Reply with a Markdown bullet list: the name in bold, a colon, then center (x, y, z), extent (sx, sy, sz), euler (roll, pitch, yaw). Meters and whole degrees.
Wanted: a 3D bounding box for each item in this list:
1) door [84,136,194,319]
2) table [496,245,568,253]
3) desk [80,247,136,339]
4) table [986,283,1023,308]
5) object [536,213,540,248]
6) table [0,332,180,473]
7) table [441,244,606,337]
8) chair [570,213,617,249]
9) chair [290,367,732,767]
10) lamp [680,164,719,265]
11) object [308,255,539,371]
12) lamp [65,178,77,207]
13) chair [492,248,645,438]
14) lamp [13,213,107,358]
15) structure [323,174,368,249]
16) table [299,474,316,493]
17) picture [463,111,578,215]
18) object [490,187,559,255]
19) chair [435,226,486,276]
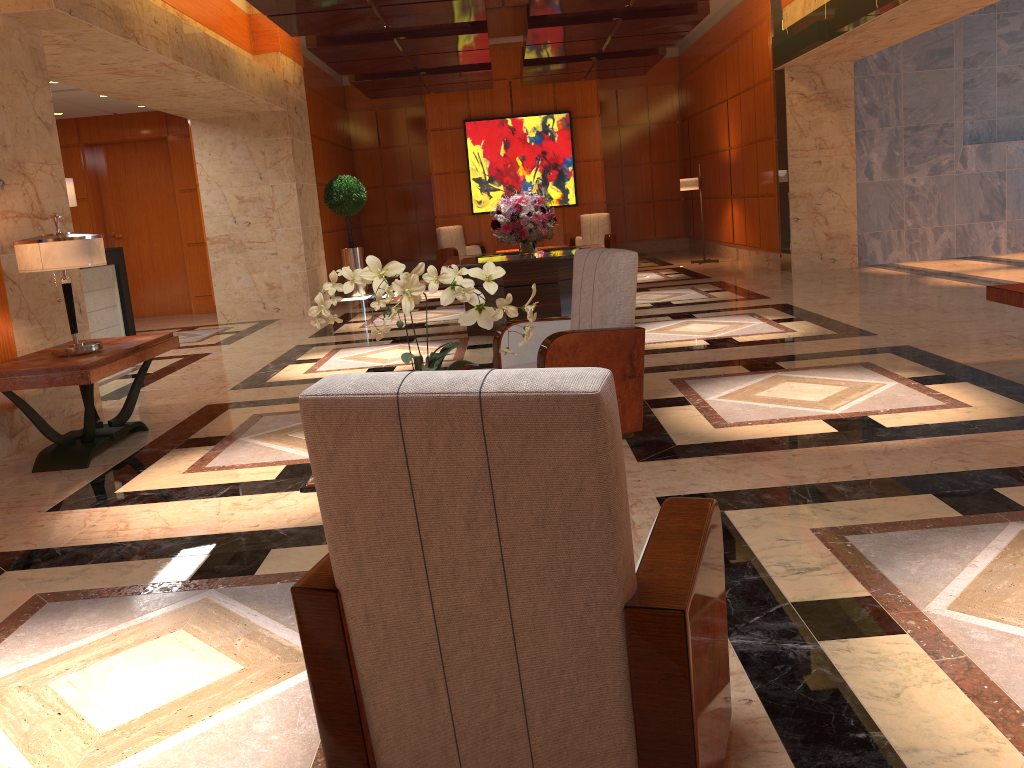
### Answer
- **door**: center (-5.628, -2.346, 13.530), extent (1.286, 2.679, 0.343), euler (-5, 9, 0)
- **table**: center (0.342, -1.886, 14.128), extent (1.167, 0.531, 0.730), euler (-5, 11, 0)
- **desk**: center (-5.126, -0.777, 9.387), extent (0.941, 1.133, 2.946), euler (-5, 11, 1)
- **table**: center (3.132, -0.223, 4.635), extent (0.724, 0.531, 1.176), euler (-4, 11, 3)
- **object**: center (0.309, -2.447, 14.068), extent (0.350, 0.592, 0.329), euler (-1, 10, 20)
- **table**: center (-2.539, 0.104, 5.279), extent (0.725, 0.603, 1.279), euler (-5, 11, 1)
- **table**: center (0.173, -0.937, 8.939), extent (1.600, 0.740, 1.611), euler (-5, 11, 0)
- **chair**: center (1.479, -2.602, 16.093), extent (0.737, 0.955, 0.633), euler (-1, 10, 19)
- **chair**: center (0.022, 0.393, 1.794), extent (0.737, 0.955, 0.633), euler (-1, 10, 19)
- **lamp**: center (3.124, -2.853, 14.906), extent (0.527, 1.650, 0.362), euler (-7, 9, -9)
- **object**: center (-0.296, -0.160, 3.104), extent (0.790, 0.613, 0.419), euler (-9, 11, -22)
- **lamp**: center (-5.143, -1.914, 10.096), extent (0.372, 0.815, 0.375), euler (0, 11, 25)
- **chair**: center (0.299, -0.221, 4.737), extent (0.630, 0.955, 0.741), euler (-9, 11, -20)
- **lamp**: center (-2.530, -0.566, 5.034), extent (0.458, 0.805, 0.462), euler (-3, 10, 10)
- **structure**: center (-2.649, -2.541, 14.376), extent (0.723, 1.702, 0.725), euler (-9, 10, -21)
- **table**: center (-0.193, 0.356, 3.308), extent (0.722, 0.493, 1.571), euler (-4, 11, 3)
- **picture**: center (0.167, -4.104, 16.493), extent (1.996, 1.725, 0.057), euler (-5, 9, 0)
- **object**: center (0.115, -1.621, 8.809), extent (0.650, 0.654, 0.684), euler (-6, 10, -8)
- **chair**: center (-0.946, -2.395, 16.106), extent (0.741, 0.955, 0.630), euler (-13, 13, -40)
